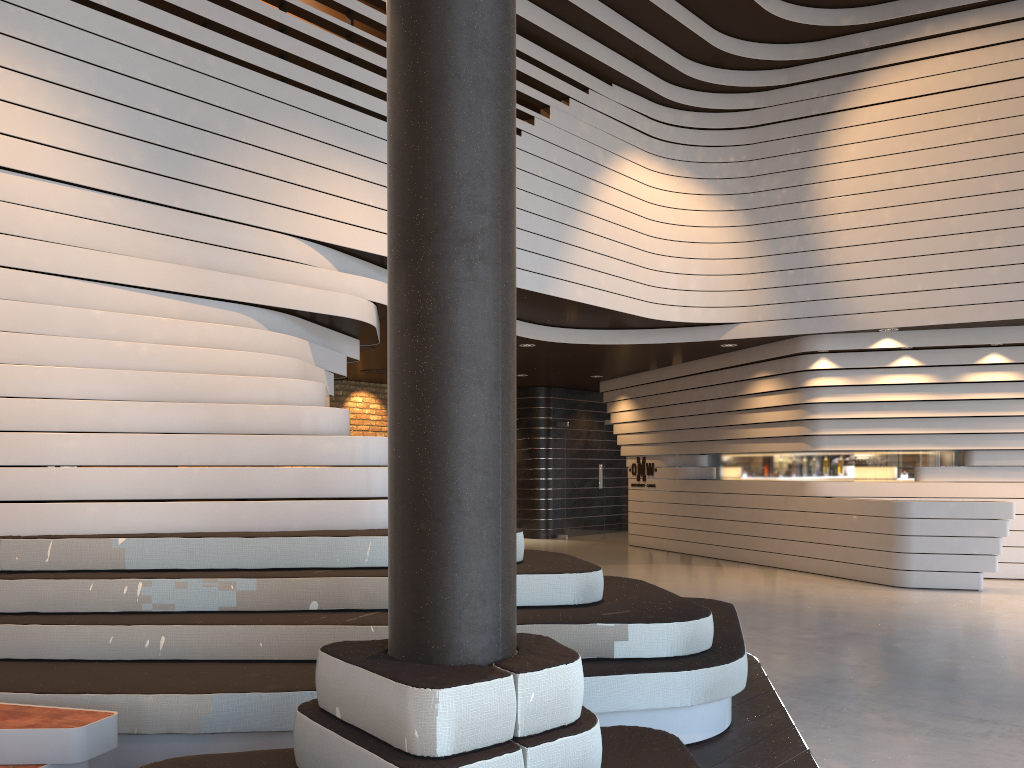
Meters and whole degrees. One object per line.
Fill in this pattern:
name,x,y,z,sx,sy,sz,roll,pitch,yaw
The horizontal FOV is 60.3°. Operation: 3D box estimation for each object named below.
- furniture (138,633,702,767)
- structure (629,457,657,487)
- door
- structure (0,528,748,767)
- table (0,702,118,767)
furniture,-0.190,1.113,2.320,1.766,0.722,1.283,1,-4,-13
structure,2.047,1.379,13.834,0.017,0.469,0.807,0,-4,-23
door,1.440,1.356,15.123,0.079,2.701,1.784,-1,0,-44
structure,-5.735,0.792,0.003,5.814,0.926,18.145,-4,-7,37
table,-1.898,1.364,3.104,0.908,0.370,0.413,-1,-3,14
